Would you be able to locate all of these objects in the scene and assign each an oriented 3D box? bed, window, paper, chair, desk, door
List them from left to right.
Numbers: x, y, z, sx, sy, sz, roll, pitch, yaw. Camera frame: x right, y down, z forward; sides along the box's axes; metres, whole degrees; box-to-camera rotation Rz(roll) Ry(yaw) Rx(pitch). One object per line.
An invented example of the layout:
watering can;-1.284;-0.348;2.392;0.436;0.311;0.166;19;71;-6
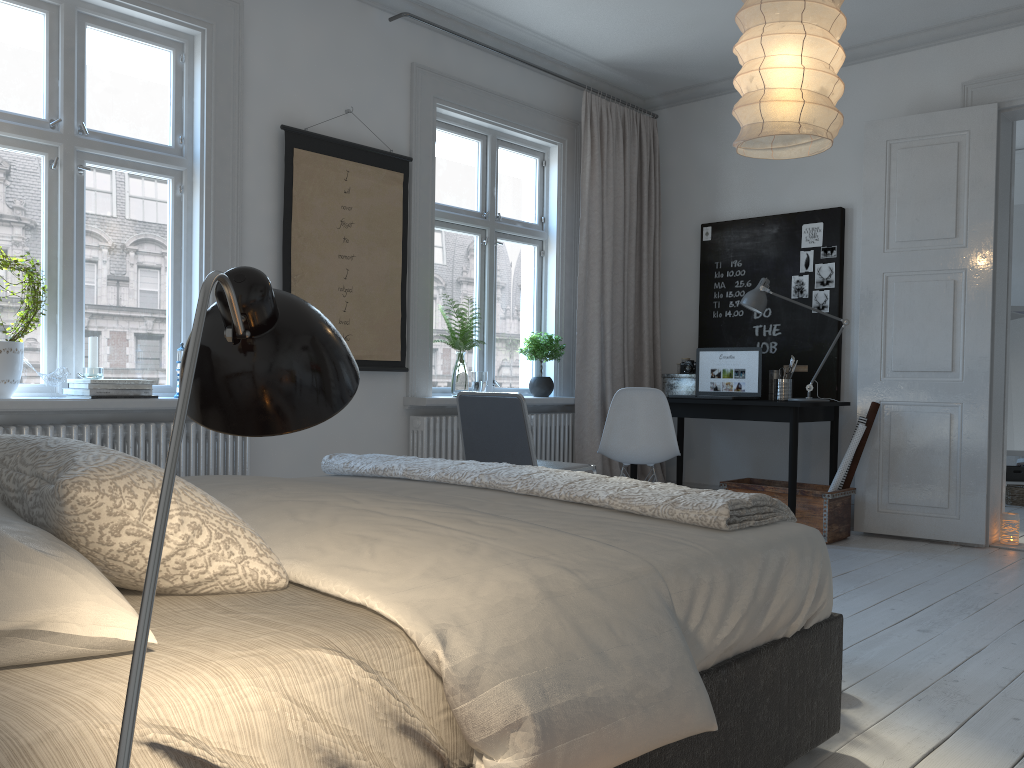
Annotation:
window;-16.652;-2.833;6.614;26.537;15.026;25.643;1;1;43
window;-5.223;-0.995;2.302;11.962;7.012;7.979;1;1;43
bed;-0.545;0.307;1.863;1.888;1.047;2.176;1;1;43
chair;0.063;0.436;4.143;0.562;0.798;0.524;2;1;43
chair;0.710;0.430;4.976;0.474;0.824;0.554;1;1;8
desk;1.306;0.472;5.295;1.159;0.759;0.651;1;1;43
paper;1.792;0.528;4.882;0.283;0.627;0.041;1;1;21
paper;1.833;0.511;4.925;0.266;0.669;0.043;1;1;-2
paper;1.901;0.470;4.957;0.297;0.747;0.048;1;1;-2
door;3.116;-0.365;4.370;2.598;2.506;0.577;2;1;43
door;5.176;-0.338;6.572;2.598;2.506;0.577;2;1;43

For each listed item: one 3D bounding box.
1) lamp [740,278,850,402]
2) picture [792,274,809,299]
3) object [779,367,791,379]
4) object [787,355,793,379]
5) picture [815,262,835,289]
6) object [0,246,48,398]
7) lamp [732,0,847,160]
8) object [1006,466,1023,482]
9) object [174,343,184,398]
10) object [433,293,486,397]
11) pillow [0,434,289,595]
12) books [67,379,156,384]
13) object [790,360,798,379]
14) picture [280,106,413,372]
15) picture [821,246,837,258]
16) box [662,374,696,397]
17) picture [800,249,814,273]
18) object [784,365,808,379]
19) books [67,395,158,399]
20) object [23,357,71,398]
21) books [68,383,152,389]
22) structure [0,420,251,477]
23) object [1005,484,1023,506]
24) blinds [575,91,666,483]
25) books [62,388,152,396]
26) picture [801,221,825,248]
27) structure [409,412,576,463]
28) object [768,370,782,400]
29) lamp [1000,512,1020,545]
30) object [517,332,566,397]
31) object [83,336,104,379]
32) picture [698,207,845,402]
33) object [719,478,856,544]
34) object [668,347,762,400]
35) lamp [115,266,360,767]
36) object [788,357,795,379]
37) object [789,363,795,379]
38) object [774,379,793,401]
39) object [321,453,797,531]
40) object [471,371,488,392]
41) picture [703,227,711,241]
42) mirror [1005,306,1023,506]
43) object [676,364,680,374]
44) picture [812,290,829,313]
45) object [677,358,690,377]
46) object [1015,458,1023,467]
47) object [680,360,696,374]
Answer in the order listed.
lamp;1.635;-0.257;5.150;0.616;0.716;0.230;1;1;14
picture;1.756;-0.592;5.407;0.107;0.150;0.001;2;1;43
object;1.612;-0.005;5.279;0.050;0.198;0.081;0;1;-22
object;1.639;-0.038;5.259;0.060;0.267;0.008;0;1;-30
picture;1.870;-0.650;5.300;0.121;0.153;0.002;2;1;43
object;-1.931;-0.235;3.286;0.216;0.574;0.385;1;1;24
lamp;0.871;-1.352;2.768;0.340;1.231;0.338;1;1;-16
object;3.689;0.659;6.527;0.165;0.103;0.155;1;1;8
object;-1.399;-0.058;3.756;0.059;0.235;0.060;1;1;-5
object;-0.308;-0.209;4.956;0.305;0.565;0.414;1;1;-13
pillow;-0.859;0.192;1.569;1.146;0.225;0.415;1;0;36
books;-1.609;-0.011;3.568;0.203;0.015;0.269;1;0;40
object;1.643;-0.022;5.235;0.084;0.240;0.009;1;1;20
picture;-0.819;-0.723;4.427;0.057;1.313;0.793;2;2;43
picture;1.887;-0.788;5.285;0.095;0.071;0.001;2;1;43
box;1.127;0.012;5.696;0.317;0.152;0.193;1;1;43
picture;1.788;-0.744;5.378;0.083;0.146;0.002;2;2;43
object;1.683;-0.007;5.271;0.138;0.209;0.034;1;1;23
books;-1.606;0.051;3.565;0.219;0.013;0.272;1;0;39
object;-1.786;-0.028;3.395;0.196;0.165;0.059;1;1;3
books;-1.613;0.008;3.565;0.207;0.022;0.253;1;0;44
structure;-1.712;0.427;3.490;0.195;0.547;1.506;2;1;43
object;3.723;0.821;6.557;0.185;0.140;0.295;1;0;15
blinds;0.743;-0.486;5.730;0.224;2.648;0.831;2;2;43
books;-1.624;0.032;3.564;0.207;0.025;0.262;1;0;36
picture;1.814;-0.903;5.352;0.147;0.154;0.004;2;1;43
structure;-0.053;0.449;5.264;0.195;0.547;1.506;2;1;43
object;1.596;0.010;5.377;0.079;0.188;0.079;1;1;22
lamp;2.690;0.782;4.791;0.089;0.166;0.089;2;1;36
object;0.179;-0.124;5.487;0.309;0.407;0.271;1;1;3
object;-1.661;-0.105;3.517;0.074;0.173;0.074;1;1;-2
picture;1.606;-0.470;5.591;0.952;1.172;0.064;2;1;43
object;1.563;0.715;5.056;0.664;0.282;0.339;1;1;43
object;1.205;-0.065;5.269;0.445;0.315;0.325;1;1;43
lamp;-0.161;0.377;0.438;0.450;0.936;0.825;0;1;-29
object;1.643;-0.035;5.256;0.062;0.264;0.012;1;1;-5
object;1.638;-0.013;5.247;0.082;0.222;0.009;1;1;-18
object;1.612;0.035;5.264;0.108;0.128;0.108;0;1;-32
object;0.038;0.277;2.473;1.460;0.104;0.405;1;0;43
object;-0.190;0.002;5.099;0.097;0.146;0.097;0;1;-41
picture;1.286;-0.991;5.847;0.061;0.088;0.004;2;1;40
mirror;3.844;0.141;6.554;0.610;1.489;0.417;1;1;8
object;1.092;-0.099;5.785;0.040;0.069;0.040;2;1;31
picture;1.852;-0.497;5.318;0.103;0.136;0.001;2;1;43
object;1.087;-0.103;5.699;0.056;0.130;0.167;2;1;42
object;3.894;0.634;6.650;0.241;0.159;0.207;1;1;-39
object;1.110;-0.107;5.585;0.137;0.087;0.073;1;1;43
